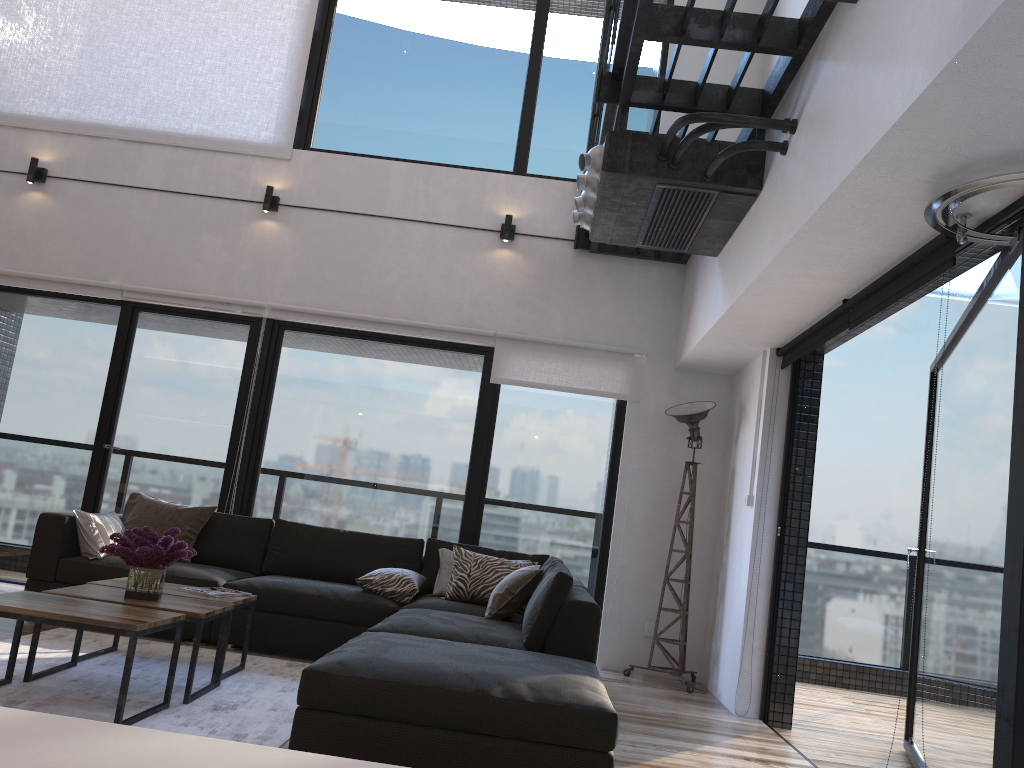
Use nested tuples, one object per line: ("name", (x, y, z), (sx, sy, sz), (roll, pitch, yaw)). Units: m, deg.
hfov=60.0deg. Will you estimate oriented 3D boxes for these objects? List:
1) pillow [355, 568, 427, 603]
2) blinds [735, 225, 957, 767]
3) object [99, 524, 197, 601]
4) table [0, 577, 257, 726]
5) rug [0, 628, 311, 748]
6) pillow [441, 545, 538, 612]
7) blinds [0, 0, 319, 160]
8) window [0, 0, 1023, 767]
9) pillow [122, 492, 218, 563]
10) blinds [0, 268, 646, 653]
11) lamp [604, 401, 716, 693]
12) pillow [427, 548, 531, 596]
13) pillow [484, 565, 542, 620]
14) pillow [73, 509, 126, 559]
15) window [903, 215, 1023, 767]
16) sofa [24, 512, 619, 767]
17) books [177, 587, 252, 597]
("pillow", (-0.694, 1.157, 5.139), (0.356, 0.177, 0.532), (8, -9, 1))
("blinds", (2.062, 0.588, 2.972), (1.832, 2.048, 3.861), (15, -11, -42))
("object", (-1.513, 0.725, 3.721), (0.341, 0.342, 0.376), (7, -8, 4))
("table", (-1.578, 1.058, 3.654), (0.697, 0.349, 1.301), (7, -9, 3))
("rug", (-1.597, 1.225, 3.593), (1.636, 0.003, 2.118), (7, -9, 3))
("pillow", (-0.119, 1.129, 5.154), (0.531, 0.313, 0.251), (7, -8, 6))
("blinds", (-3.885, -2.796, 5.629), (10.212, 2.969, 1.998), (11, -9, -19))
("window", (-1.888, -1.283, 4.623), (13.396, 5.556, 5.676), (7, -8, 3))
("pillow", (-2.167, 0.877, 5.435), (0.609, 0.381, 0.265), (7, -8, 3))
("blinds", (-1.823, 0.428, 6.050), (5.368, 2.040, 0.096), (7, -8, 3))
("lamp", (0.657, 0.911, 5.546), (1.469, 1.823, 0.425), (10, -8, -12))
("pillow", (-0.182, 1.168, 5.308), (0.611, 0.293, 0.235), (7, -8, 3))
("pillow", (0.012, 1.114, 4.741), (0.273, 0.308, 0.548), (7, -9, 2))
("pillow", (-2.334, 0.869, 5.099), (0.212, 0.265, 0.500), (7, -9, 3))
("window", (1.812, 0.676, 3.662), (0.100, 2.046, 2.455), (5, -9, 19))
("sofa", (-1.126, 1.036, 4.249), (3.043, 0.699, 3.005), (7, -9, 3))
("books", (-1.394, 0.979, 4.173), (0.228, 0.013, 0.295), (4, -9, 23))
